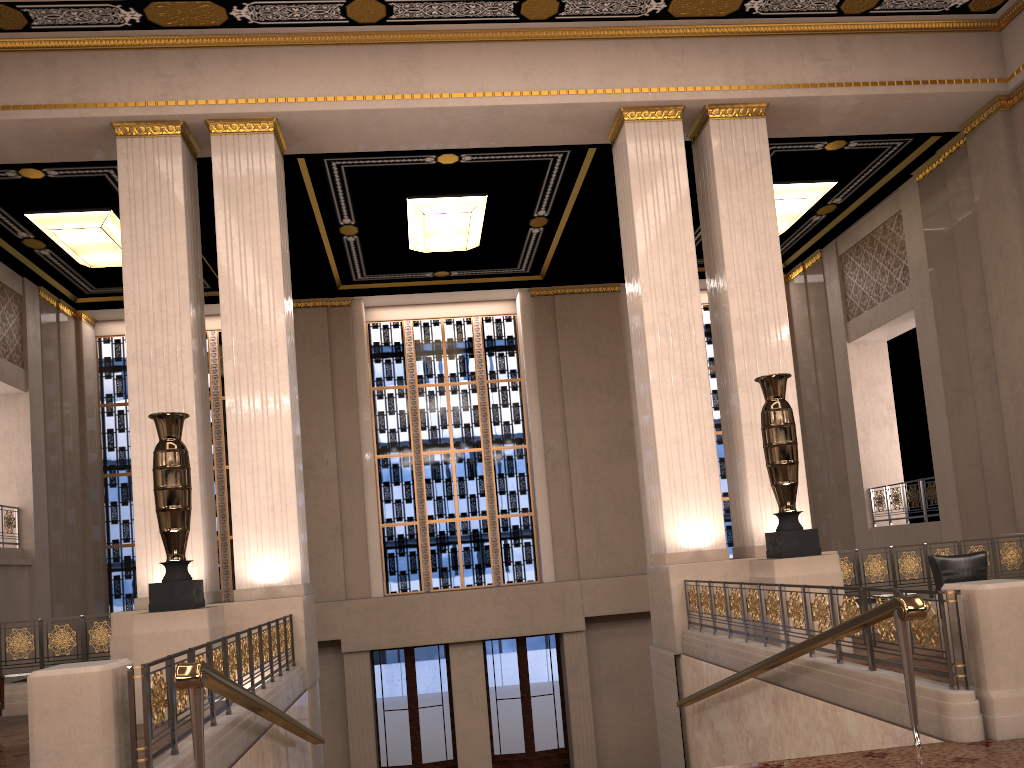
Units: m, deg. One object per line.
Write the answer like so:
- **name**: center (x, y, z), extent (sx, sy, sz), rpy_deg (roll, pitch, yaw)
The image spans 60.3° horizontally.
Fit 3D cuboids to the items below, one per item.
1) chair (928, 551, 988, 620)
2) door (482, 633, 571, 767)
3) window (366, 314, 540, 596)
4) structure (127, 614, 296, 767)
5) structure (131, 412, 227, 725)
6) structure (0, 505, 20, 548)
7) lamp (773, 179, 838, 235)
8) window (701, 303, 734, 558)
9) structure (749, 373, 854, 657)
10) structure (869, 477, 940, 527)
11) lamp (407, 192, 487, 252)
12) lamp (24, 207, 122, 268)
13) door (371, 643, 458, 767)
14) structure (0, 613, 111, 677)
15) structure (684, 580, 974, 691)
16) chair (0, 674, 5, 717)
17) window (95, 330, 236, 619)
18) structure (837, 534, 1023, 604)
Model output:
- **chair**: center (4.808, 2.154, 9.069), extent (0.647, 0.835, 0.728), rpy_deg (-3, -8, -11)
- **door**: center (0.267, 6.039, 16.464), extent (1.490, 2.697, 0.157), rpy_deg (-4, -5, -6)
- **window**: center (-1.168, 1.326, 17.252), extent (2.985, 5.304, 0.070), rpy_deg (-4, -5, -6)
- **structure**: center (-2.045, 2.156, 6.741), extent (0.079, 0.530, 5.015), rpy_deg (-4, -11, -6)
- **structure**: center (-3.120, 1.663, 8.210), extent (0.699, 2.760, 0.708), rpy_deg (-4, -5, -6)
- **structure**: center (-7.652, 2.048, 12.782), extent (0.031, 0.659, 2.190), rpy_deg (-4, -11, -6)
- **lamp**: center (4.275, -2.778, 14.313), extent (1.166, 0.212, 2.049), rpy_deg (-4, -11, -6)
- **window**: center (4.068, 1.000, 17.803), extent (2.985, 5.304, 0.070), rpy_deg (-4, -5, -6)
- **structure**: center (2.760, 1.297, 8.829), extent (0.699, 2.760, 0.708), rpy_deg (-4, -5, -6)
- **structure**: center (6.332, 1.913, 14.186), extent (0.031, 0.659, 2.190), rpy_deg (-4, -11, -6)
- **lamp**: center (-1.031, -2.448, 13.754), extent (1.166, 0.212, 2.049), rpy_deg (-4, -11, -6)
- **lamp**: center (-6.247, -2.123, 13.204), extent (1.166, 0.212, 2.049), rpy_deg (-4, -11, -6)
- **door**: center (-1.804, 6.168, 16.246), extent (1.490, 2.697, 0.157), rpy_deg (-4, -5, -6)
- **structure**: center (-5.432, 2.843, 9.289), extent (2.532, 0.648, 0.032), rpy_deg (-4, -5, -6)
- **structure**: center (2.153, 1.895, 7.184), extent (0.079, 0.530, 5.016), rpy_deg (-4, -11, -7)
- **chair**: center (-5.044, 2.767, 8.027), extent (0.648, 0.835, 0.726), rpy_deg (2, -10, -41)
- **window**: center (-6.229, 1.642, 16.718), extent (2.985, 5.304, 0.070), rpy_deg (-4, -5, -6)
- **structure**: center (4.926, 2.198, 10.380), extent (2.532, 0.648, 0.032), rpy_deg (-4, -5, -6)
